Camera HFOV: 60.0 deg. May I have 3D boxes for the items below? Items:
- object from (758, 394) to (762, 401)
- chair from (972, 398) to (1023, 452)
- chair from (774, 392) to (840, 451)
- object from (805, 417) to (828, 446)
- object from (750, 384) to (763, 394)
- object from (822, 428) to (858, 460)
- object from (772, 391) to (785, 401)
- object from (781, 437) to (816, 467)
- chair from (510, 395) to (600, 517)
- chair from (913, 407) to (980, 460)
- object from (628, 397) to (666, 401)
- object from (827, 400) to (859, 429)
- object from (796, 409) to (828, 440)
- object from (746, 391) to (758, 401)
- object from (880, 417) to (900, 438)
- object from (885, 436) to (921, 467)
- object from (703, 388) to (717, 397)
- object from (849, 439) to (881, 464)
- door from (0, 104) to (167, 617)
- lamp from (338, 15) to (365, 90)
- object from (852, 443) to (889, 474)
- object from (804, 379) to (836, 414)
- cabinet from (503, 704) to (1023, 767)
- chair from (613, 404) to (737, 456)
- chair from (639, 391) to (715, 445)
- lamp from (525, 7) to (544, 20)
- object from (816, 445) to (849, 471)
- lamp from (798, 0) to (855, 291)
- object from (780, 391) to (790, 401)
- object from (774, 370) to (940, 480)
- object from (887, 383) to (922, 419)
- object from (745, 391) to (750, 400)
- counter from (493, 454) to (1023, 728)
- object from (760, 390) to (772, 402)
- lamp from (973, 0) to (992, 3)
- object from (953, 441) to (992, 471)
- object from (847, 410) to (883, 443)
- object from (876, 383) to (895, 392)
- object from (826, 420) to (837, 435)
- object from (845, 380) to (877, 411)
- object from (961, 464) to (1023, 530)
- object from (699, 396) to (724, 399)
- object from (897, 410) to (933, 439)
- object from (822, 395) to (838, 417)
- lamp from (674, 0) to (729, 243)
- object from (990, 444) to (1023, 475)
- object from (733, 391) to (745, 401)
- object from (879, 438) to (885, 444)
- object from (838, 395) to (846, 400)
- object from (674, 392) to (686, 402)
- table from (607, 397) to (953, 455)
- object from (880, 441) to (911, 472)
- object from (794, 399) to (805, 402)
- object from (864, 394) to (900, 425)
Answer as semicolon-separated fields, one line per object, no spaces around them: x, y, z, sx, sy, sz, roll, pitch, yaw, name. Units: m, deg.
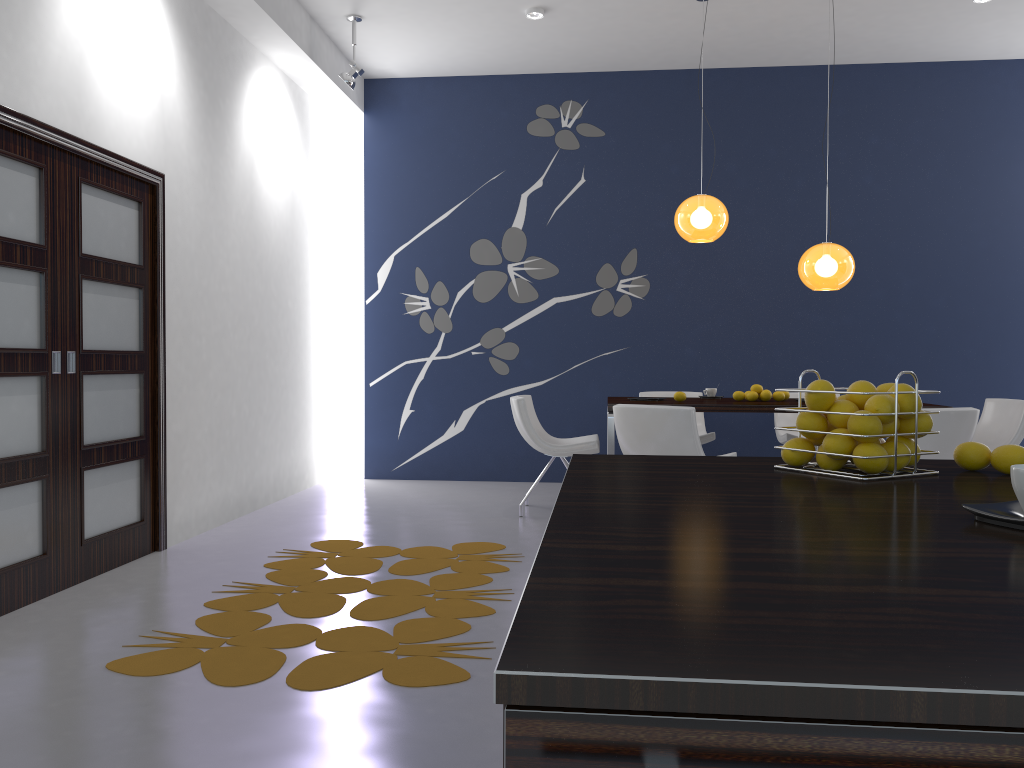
1.687;0.079;5.973;0.081;0.071;0.069;0;2;-17;object
3.063;0.503;5.864;0.620;0.805;0.508;0;1;1;chair
2.303;0.476;6.806;0.508;0.805;0.620;0;1;6;chair
0.556;0.084;1.591;0.061;0.055;0.051;0;1;-15;object
1.638;0.036;5.930;0.083;0.068;0.070;0;1;10;object
0.550;0.100;1.486;0.052;0.053;0.062;2;2;43;object
1.779;0.082;5.916;0.083;0.068;0.070;0;1;10;object
0.505;0.120;1.564;0.062;0.052;0.053;-1;2;-45;object
0.297;0.485;6.155;0.620;0.805;0.508;0;1;6;chair
2.210;0.523;4.937;0.508;0.805;0.620;0;2;-24;chair
0.911;0.103;5.991;0.232;0.020;0.232;1;2;35;object
0.566;0.052;1.514;0.055;0.051;0.061;0;1;0;object
0.522;0.070;1.543;0.061;0.054;0.053;-1;2;-38;object
1.596;0.082;5.896;0.070;0.068;0.083;0;2;-25;object
0.626;0.066;1.509;0.064;0.053;0.051;0;1;9;object
0.673;0.114;1.529;0.060;0.057;0.052;0;1;8;object
1.425;0.065;6.359;0.081;0.064;0.101;1;2;31;object
0.611;0.114;1.540;0.057;0.060;0.052;1;1;12;object
-2.101;-0.099;4.013;0.220;2.061;1.764;0;1;6;door
-1.157;-2.369;6.366;0.185;0.511;0.150;0;1;6;lamp
0.586;0.121;1.451;0.061;0.053;0.053;-1;2;-39;object
0.529;0.022;1.523;0.050;0.060;0.059;0;1;6;object
1.693;0.597;1.009;3.285;0.852;1.377;0;1;6;cabinet
0.919;0.514;5.084;0.508;0.805;0.620;1;2;41;chair
1.268;0.469;6.915;0.508;0.805;0.620;0;1;1;chair
0.160;-2.599;6.221;0.132;0.035;0.132;0;1;6;lamp
0.553;0.123;1.529;0.061;0.055;0.050;-1;2;-38;object
2.090;-1.612;5.869;0.359;1.974;0.358;1;1;11;lamp
1.828;0.076;5.985;0.079;0.077;0.094;0;2;-20;object
0.594;0.063;1.535;0.189;0.174;0.207;-1;2;-29;object
0.660;0.029;1.494;0.052;0.060;0.057;0;1;-6;object
1.604;0.080;5.981;0.070;0.068;0.083;0;2;-25;object
1.690;0.373;0.993;3.291;1.300;1.302;0;1;6;counter
1.687;0.077;5.889;0.076;0.080;0.094;0;1;8;object
3.143;-2.580;5.906;0.132;0.035;0.132;-1;2;-37;lamp
0.805;0.126;1.549;0.063;0.051;0.053;0;1;10;object
0.576;0.070;1.449;0.060;0.055;0.053;-1;2;-41;object
0.662;0.024;1.546;0.053;0.051;0.063;-1;2;-37;object
0.578;0.081;1.570;0.051;0.053;0.062;1;1;14;object
0.604;0.020;1.533;0.051;0.053;0.063;0;1;8;object
0.625;0.132;1.033;0.153;0.069;0.153;0;2;-20;object
1.430;0.096;6.368;0.154;0.020;0.154;-1;2;-39;object
0.683;0.068;1.511;0.053;0.051;0.063;0;2;-25;object
0.556;0.034;1.584;0.051;0.053;0.063;1;2;19;object
1.276;-1.782;5.948;0.358;1.645;0.359;1;2;17;lamp
0.841;0.127;1.496;0.053;0.051;0.063;0;2;-25;object
1.523;0.081;5.947;0.083;0.068;0.070;0;1;10;object
0.634;0.119;1.576;0.064;0.063;0.074;1;2;26;object
0.611;0.045;1.601;0.061;0.052;0.053;1;2;19;object
1.096;0.083;5.780;0.083;0.068;0.070;0;1;10;object
1.670;0.506;5.960;2.046;0.783;1.127;0;1;6;table
0.635;0.122;1.486;0.053;0.053;0.061;-1;2;-41;object
1.991;0.111;5.845;0.232;0.020;0.232;1;2;35;object
0.613;0.042;1.468;0.063;0.051;0.053;-1;2;-38;object
